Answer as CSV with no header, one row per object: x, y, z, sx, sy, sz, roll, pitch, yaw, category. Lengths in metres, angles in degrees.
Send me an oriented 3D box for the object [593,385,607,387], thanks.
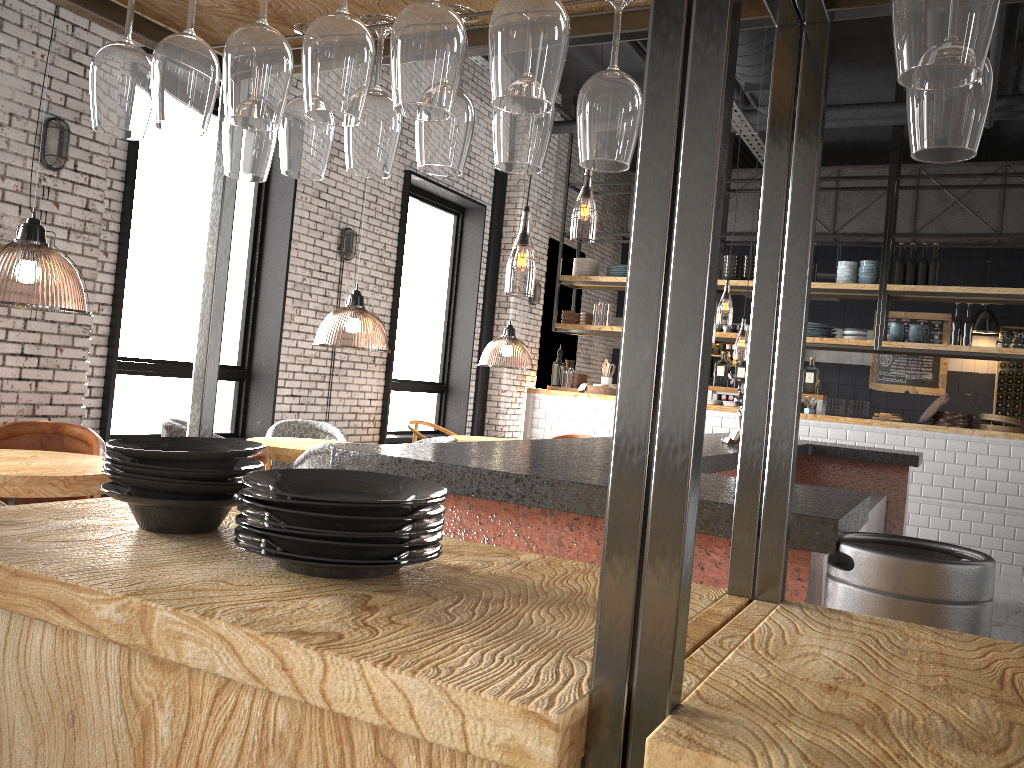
1.031,0.054,10.412,0.160,0.075,0.160,5,0,5,object

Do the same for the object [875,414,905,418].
3.920,0.335,9.160,0.230,0.016,0.556,5,0,33,object

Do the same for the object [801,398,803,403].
3.021,0.223,9.407,0.112,0.165,0.122,6,-1,-29,object

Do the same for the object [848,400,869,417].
3.655,0.260,9.357,0.181,0.168,0.170,5,-1,7,object

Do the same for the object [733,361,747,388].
2.597,-0.148,9.975,0.154,0.404,0.154,5,-1,26,object

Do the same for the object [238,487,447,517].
-0.252,0.180,1.334,0.305,0.048,0.305,5,0,-38,object

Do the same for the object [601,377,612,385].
1.130,0.021,10.622,0.129,0.204,0.129,6,-1,-27,object

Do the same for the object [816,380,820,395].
3.288,0.036,9.531,0.061,0.164,0.034,6,-1,-30,object

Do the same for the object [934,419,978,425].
4.440,0.377,8.935,0.458,0.019,0.407,5,0,-5,object

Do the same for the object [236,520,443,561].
-0.258,0.229,1.331,0.306,0.044,0.305,5,0,28,object

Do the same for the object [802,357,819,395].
3.254,-0.088,9.650,0.154,0.404,0.154,5,-1,26,object

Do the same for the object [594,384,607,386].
1.035,0.035,10.414,0.160,0.078,0.160,5,0,5,object

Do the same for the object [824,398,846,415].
3.412,0.237,9.378,0.181,0.168,0.170,5,-1,37,object

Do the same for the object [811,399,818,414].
3.172,0.236,9.393,0.122,0.165,0.112,5,-1,-9,object

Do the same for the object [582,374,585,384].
0.858,-0.016,10.856,0.056,0.249,0.056,5,-1,-11,object

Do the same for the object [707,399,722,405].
2.210,0.203,9.790,0.216,0.056,0.323,5,0,27,object

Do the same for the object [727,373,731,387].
2.437,-0.042,9.967,0.032,0.164,0.080,5,-1,-2,object

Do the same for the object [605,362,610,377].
1.127,-0.073,10.574,0.033,0.370,0.137,5,-1,-7,object

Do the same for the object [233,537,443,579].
-0.259,0.255,1.331,0.305,0.035,0.306,5,0,-26,object

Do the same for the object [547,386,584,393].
0.698,0.072,10.861,0.412,0.050,0.411,5,0,26,object

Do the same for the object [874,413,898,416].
3.853,0.317,9.091,0.172,0.010,0.368,5,0,37,object

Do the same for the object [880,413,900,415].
3.859,0.307,9.013,0.254,0.011,0.184,5,0,-42,object

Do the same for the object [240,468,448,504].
-0.250,0.166,1.334,0.306,0.039,0.305,5,0,10,object

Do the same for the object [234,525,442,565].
-0.259,0.244,1.331,0.306,0.041,0.305,5,0,44,object

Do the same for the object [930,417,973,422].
4.412,0.358,8.935,0.407,0.019,0.457,5,0,40,object

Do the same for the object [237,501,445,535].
-0.255,0.206,1.332,0.306,0.042,0.306,5,0,-16,object

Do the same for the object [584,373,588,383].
0.897,-0.012,10.933,0.056,0.249,0.056,5,-1,-11,object

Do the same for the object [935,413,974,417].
4.455,0.313,8.932,0.406,0.019,0.458,5,0,-30,object

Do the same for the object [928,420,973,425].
4.445,0.393,8.932,0.406,0.019,0.458,5,0,-35,object

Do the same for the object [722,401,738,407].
2.412,0.220,9.674,0.216,0.059,0.323,5,0,27,object

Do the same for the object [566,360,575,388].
0.718,-0.103,10.748,0.070,0.368,0.107,5,-1,26,object

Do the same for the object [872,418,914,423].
3.936,0.379,9.102,0.458,0.019,0.407,5,0,-22,object

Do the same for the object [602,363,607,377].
1.108,-0.080,10.660,0.026,0.356,0.087,6,-1,-40,object

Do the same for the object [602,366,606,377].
1.110,-0.048,10.625,0.071,0.328,0.052,6,-1,-17,object

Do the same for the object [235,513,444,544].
-0.258,0.221,1.333,0.306,0.046,0.305,5,0,-16,object

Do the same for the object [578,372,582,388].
0.819,-0.019,10.778,0.056,0.249,0.056,5,-1,-11,object

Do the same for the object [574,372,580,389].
0.780,-0.023,10.701,0.056,0.249,0.056,5,-1,-11,object

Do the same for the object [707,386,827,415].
2.803,0.350,9.848,1.251,0.551,0.314,5,-1,27,object

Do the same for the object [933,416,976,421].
4.433,0.344,8.938,0.458,0.019,0.407,5,0,-21,object

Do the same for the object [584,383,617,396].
1.068,0.065,10.513,0.436,0.157,0.419,5,0,-1,object

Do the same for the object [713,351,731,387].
2.394,-0.167,10.087,0.154,0.404,0.154,5,-1,26,object

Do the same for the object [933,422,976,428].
4.459,0.411,8.915,0.407,0.019,0.458,5,0,-1,object

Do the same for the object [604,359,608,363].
1.135,-0.161,10.685,0.017,0.289,0.090,6,-1,-26,object

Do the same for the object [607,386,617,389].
1.182,0.068,10.476,0.160,0.075,0.160,5,0,-10,object

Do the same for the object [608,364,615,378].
1.167,-0.066,10.607,0.123,0.358,0.076,4,-1,42,object

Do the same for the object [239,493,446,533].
-0.253,0.192,1.333,0.306,0.037,0.305,5,0,28,object

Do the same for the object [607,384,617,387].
1.182,0.048,10.479,0.160,0.078,0.160,5,0,-10,object

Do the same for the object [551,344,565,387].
0.571,-0.210,10.813,0.106,0.554,0.156,5,-1,26,object

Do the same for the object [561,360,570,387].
0.660,-0.109,10.777,0.070,0.368,0.107,5,-1,26,object

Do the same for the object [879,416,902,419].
3.910,0.348,9.163,0.215,0.013,0.520,5,0,23,object

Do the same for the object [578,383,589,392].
0.931,0.051,10.526,0.283,0.111,0.187,5,0,-27,object

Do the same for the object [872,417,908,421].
3.918,0.361,9.164,0.277,0.019,0.513,5,0,32,object

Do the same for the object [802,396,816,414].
3.108,0.218,9.285,0.128,0.189,0.123,5,-1,36,object
